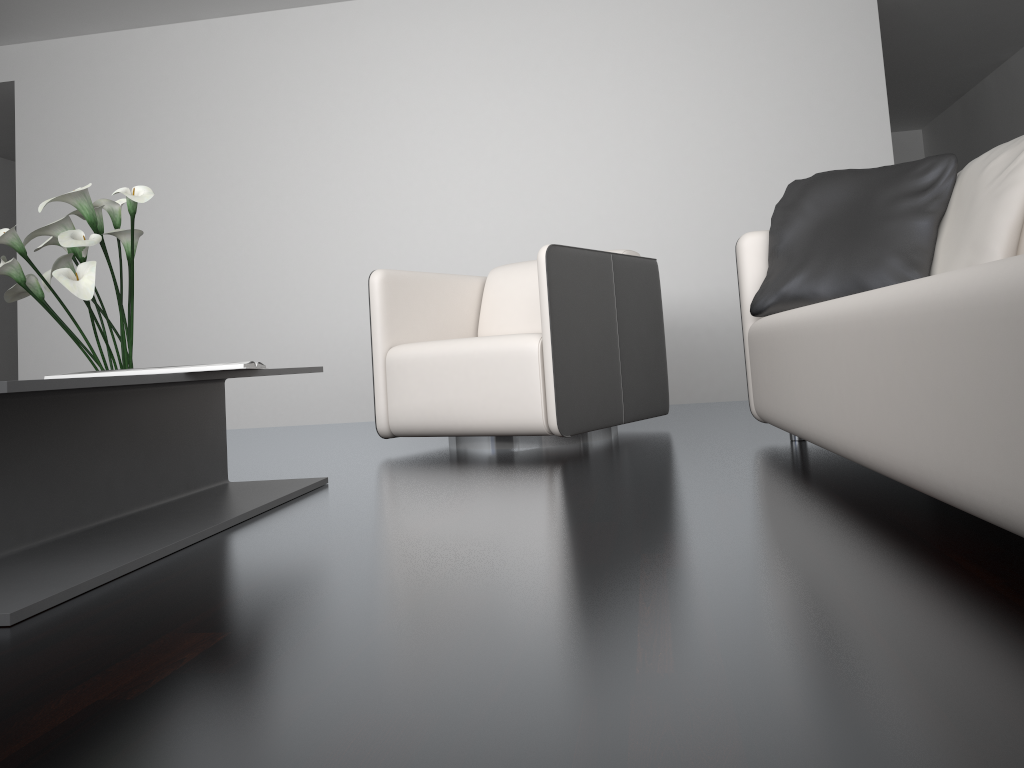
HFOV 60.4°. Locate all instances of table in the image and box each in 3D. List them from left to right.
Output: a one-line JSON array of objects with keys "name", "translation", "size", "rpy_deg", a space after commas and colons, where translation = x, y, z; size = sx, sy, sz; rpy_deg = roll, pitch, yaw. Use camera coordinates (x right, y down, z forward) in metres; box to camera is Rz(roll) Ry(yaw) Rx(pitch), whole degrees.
[{"name": "table", "translation": [-0.729, 0.141, 1.786], "size": [0.298, 0.315, 1.254], "rpy_deg": [-4, 1, 7]}]

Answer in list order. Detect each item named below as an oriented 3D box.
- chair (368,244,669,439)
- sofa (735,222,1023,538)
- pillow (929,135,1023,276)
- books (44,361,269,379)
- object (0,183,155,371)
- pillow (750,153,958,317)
[{"name": "chair", "translation": [0.060, -0.172, 3.329], "size": [0.763, 0.667, 0.919], "rpy_deg": [-5, -1, 33]}, {"name": "sofa", "translation": [1.069, -0.193, 1.684], "size": [0.918, 0.665, 2.232], "rpy_deg": [-4, 1, 6]}, {"name": "pillow", "translation": [1.235, -0.414, 2.393], "size": [0.323, 0.503, 0.581], "rpy_deg": [-4, -1, -2]}, {"name": "books", "translation": [-0.728, -0.028, 1.889], "size": [0.358, 0.017, 0.545], "rpy_deg": [-4, 2, -11]}, {"name": "object", "translation": [-1.075, -0.091, 2.192], "size": [0.447, 0.804, 0.374], "rpy_deg": [-3, -4, -8]}, {"name": "pillow", "translation": [0.987, -0.435, 2.580], "size": [0.278, 0.453, 0.561], "rpy_deg": [-1, -2, -37]}]
